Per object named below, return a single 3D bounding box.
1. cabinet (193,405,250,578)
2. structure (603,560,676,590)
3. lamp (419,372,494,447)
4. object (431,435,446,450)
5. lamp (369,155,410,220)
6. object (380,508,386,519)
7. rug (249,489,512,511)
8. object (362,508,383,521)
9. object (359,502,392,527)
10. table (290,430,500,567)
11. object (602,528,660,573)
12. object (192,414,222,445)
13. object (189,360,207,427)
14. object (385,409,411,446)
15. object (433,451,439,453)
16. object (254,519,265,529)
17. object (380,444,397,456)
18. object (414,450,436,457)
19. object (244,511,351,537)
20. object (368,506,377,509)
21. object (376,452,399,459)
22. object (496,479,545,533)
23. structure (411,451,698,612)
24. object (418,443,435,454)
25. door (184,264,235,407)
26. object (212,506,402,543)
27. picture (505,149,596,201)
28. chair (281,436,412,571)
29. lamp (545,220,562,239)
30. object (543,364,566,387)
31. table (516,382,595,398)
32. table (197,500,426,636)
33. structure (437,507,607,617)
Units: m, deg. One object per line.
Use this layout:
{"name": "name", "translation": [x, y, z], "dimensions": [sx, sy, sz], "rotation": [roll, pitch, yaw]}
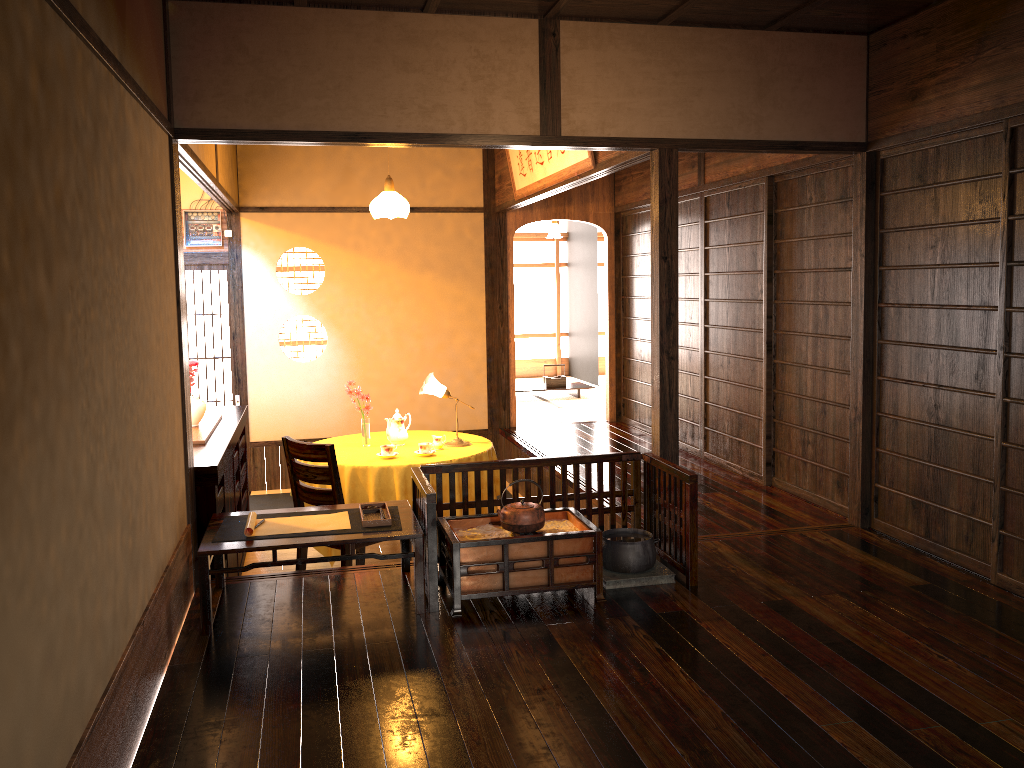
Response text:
{"name": "cabinet", "translation": [-1.843, 0.757, 5.161], "dimensions": [0.489, 0.968, 2.191], "rotation": [-2, 6, -13]}
{"name": "structure", "translation": [0.535, 0.860, 4.093], "dimensions": [0.330, 0.040, 0.331], "rotation": [-2, 7, -13]}
{"name": "lamp", "translation": [-0.367, 0.509, 6.090], "dimensions": [0.512, 1.200, 0.198], "rotation": [-2, 5, -13]}
{"name": "object", "translation": [-0.495, 0.386, 5.935], "dimensions": [0.083, 0.097, 0.078], "rotation": [-6, 8, -43]}
{"name": "lamp", "translation": [-0.827, -1.513, 5.926], "dimensions": [0.249, 0.808, 0.277], "rotation": [0, 5, 9]}
{"name": "object", "translation": [-0.569, 0.570, 3.897], "dimensions": [0.012, 0.012, 0.180], "rotation": [-2, 7, -13]}
{"name": "rug", "translation": [-1.484, 0.982, 7.404], "dimensions": [2.955, 0.005, 0.904], "rotation": [-3, 7, -13]}
{"name": "object", "translation": [-0.604, 0.574, 3.835], "dimensions": [0.082, 0.019, 0.201], "rotation": [-2, 7, -12]}
{"name": "object", "translation": [-0.600, 0.570, 3.877], "dimensions": [0.121, 0.028, 0.296], "rotation": [-2, 7, -12]}
{"name": "table", "translation": [-0.780, 0.770, 6.100], "dimensions": [1.444, 0.694, 1.447], "rotation": [-2, 6, -13]}
{"name": "object", "translation": [0.530, 0.768, 4.086], "dimensions": [0.267, 0.147, 0.267], "rotation": [5, 8, 43]}
{"name": "object", "translation": [-1.869, 0.261, 5.148], "dimensions": [0.267, 0.020, 1.000], "rotation": [-2, 7, -13]}
{"name": "object", "translation": [-1.897, 0.050, 5.259], "dimensions": [0.189, 0.377, 0.322], "rotation": [-1, 6, -4]}
{"name": "object", "translation": [-0.784, 0.294, 6.110], "dimensions": [0.163, 0.252, 0.154], "rotation": [-1, 5, 0]}
{"name": "object", "translation": [-0.524, 0.443, 5.682], "dimensions": [0.126, 0.019, 0.029], "rotation": [-2, 6, -10]}
{"name": "object", "translation": [-1.079, 0.597, 3.787], "dimensions": [0.012, 0.010, 0.141], "rotation": [-1, 6, 2]}
{"name": "object", "translation": [-0.792, 0.427, 5.663], "dimensions": [0.099, 0.075, 0.090], "rotation": [0, 6, 12]}
{"name": "object", "translation": [-0.560, 0.449, 5.720], "dimensions": [0.144, 0.024, 0.144], "rotation": [4, 8, 37]}
{"name": "object", "translation": [-0.913, 0.581, 3.789], "dimensions": [0.430, 0.038, 0.276], "rotation": [-2, 7, -13]}
{"name": "object", "translation": [-0.625, 0.560, 3.960], "dimensions": [0.040, 0.021, 0.040], "rotation": [4, 8, 39]}
{"name": "object", "translation": [-0.796, 0.459, 5.666], "dimensions": [0.144, 0.024, 0.144], "rotation": [4, 8, 37]}
{"name": "object", "translation": [0.046, 0.524, 3.879], "dimensions": [0.198, 0.215, 0.198], "rotation": [2, 6, 26]}
{"name": "structure", "translation": [0.170, 0.640, 4.066], "dimensions": [1.197, 0.498, 0.599], "rotation": [-2, 6, -13]}
{"name": "object", "translation": [-0.558, 0.417, 5.714], "dimensions": [0.090, 0.075, 0.099], "rotation": [-4, 7, -28]}
{"name": "door", "translation": [-3.725, 0.010, 7.490], "dimensions": [2.648, 1.995, 0.066], "rotation": [-2, 5, -13]}
{"name": "object", "translation": [-0.865, 0.598, 3.815], "dimensions": [0.761, 0.003, 0.406], "rotation": [-2, 7, -10]}
{"name": "picture", "translation": [0.209, -1.676, 6.257], "dimensions": [0.117, 0.563, 2.049], "rotation": [-2, 6, -13]}
{"name": "chair", "translation": [-0.947, 0.760, 5.057], "dimensions": [0.491, 0.958, 0.578], "rotation": [4, 7, 42]}
{"name": "lamp", "translation": [0.494, -2.121, 10.466], "dimensions": [0.196, 0.796, 0.225], "rotation": [-1, 5, -5]}
{"name": "object", "translation": [0.509, -0.105, 10.621], "dimensions": [0.260, 0.258, 0.150], "rotation": [-2, 5, -13]}
{"name": "table", "translation": [0.329, 0.090, 10.594], "dimensions": [1.200, 0.118, 0.602], "rotation": [-2, 7, -13]}
{"name": "table", "translation": [-0.853, 0.766, 3.832], "dimensions": [0.880, 0.336, 0.602], "rotation": [-2, 6, -13]}
{"name": "structure", "translation": [0.025, 0.762, 3.892], "dimensions": [0.666, 0.299, 0.454], "rotation": [-2, 6, -13]}
